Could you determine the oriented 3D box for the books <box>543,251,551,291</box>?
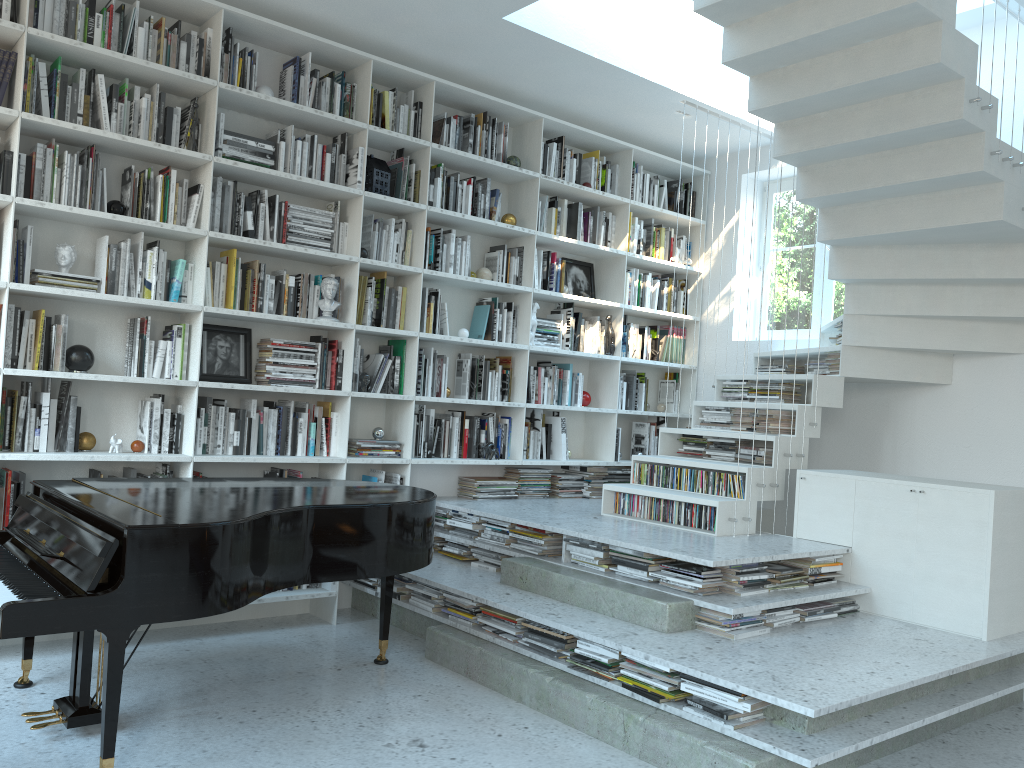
[{"bbox_3d":[0.193,-0.744,5.962,0.012,0.287,0.176,4,-1,-39],"label":"books"}]

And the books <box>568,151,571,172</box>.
[{"bbox_3d":[0.336,-1.451,6.056,0.021,0.254,0.151,4,-1,-39],"label":"books"}]

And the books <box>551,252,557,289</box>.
[{"bbox_3d":[0.230,-0.739,5.989,0.014,0.285,0.175,4,-1,-39],"label":"books"}]

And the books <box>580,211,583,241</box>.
[{"bbox_3d":[0.407,-1.065,6.100,0.030,0.230,0.187,4,-1,-39],"label":"books"}]

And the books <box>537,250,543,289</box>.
[{"bbox_3d":[0.142,-0.746,5.937,0.012,0.285,0.159,4,-1,-39],"label":"books"}]

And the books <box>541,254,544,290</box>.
[{"bbox_3d":[0.156,-0.737,5.963,0.043,0.269,0.131,4,-1,-39],"label":"books"}]

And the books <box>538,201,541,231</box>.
[{"bbox_3d":[0.136,-1.091,5.907,0.013,0.236,0.141,4,-1,-39],"label":"books"}]

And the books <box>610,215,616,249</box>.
[{"bbox_3d":[0.666,-1.060,6.336,0.031,0.265,0.169,4,-1,-39],"label":"books"}]

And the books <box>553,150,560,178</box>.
[{"bbox_3d":[0.255,-1.446,5.987,0.030,0.231,0.148,4,-1,-39],"label":"books"}]

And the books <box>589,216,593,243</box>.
[{"bbox_3d":[0.493,-1.051,6.186,0.031,0.217,0.165,4,-1,-39],"label":"books"}]

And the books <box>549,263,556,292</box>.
[{"bbox_3d":[0.224,-0.701,5.971,0.013,0.207,0.189,4,-1,-39],"label":"books"}]

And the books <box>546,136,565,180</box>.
[{"bbox_3d":[0.282,-1.495,5.994,0.014,0.332,0.180,4,-1,-39],"label":"books"}]

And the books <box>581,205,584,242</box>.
[{"bbox_3d":[0.434,-1.089,6.157,0.048,0.283,0.162,4,-1,-39],"label":"books"}]

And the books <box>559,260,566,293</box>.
[{"bbox_3d":[0.290,-0.714,6.031,0.026,0.243,0.178,4,-1,-39],"label":"books"}]

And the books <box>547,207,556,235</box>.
[{"bbox_3d":[0.219,-1.070,5.957,0.025,0.207,0.175,4,-1,-39],"label":"books"}]

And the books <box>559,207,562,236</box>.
[{"bbox_3d":[0.273,-1.078,6.036,0.024,0.236,0.146,4,-1,-39],"label":"books"}]

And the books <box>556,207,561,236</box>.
[{"bbox_3d":[0.261,-1.074,6.008,0.030,0.224,0.158,4,-1,-39],"label":"books"}]

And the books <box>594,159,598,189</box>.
[{"bbox_3d":[0.522,-1.434,6.202,0.016,0.252,0.189,4,-1,-39],"label":"books"}]

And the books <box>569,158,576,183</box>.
[{"bbox_3d":[0.360,-1.423,6.060,0.024,0.202,0.190,4,-1,-39],"label":"books"}]

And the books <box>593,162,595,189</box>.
[{"bbox_3d":[0.509,-1.420,6.185,0.008,0.220,0.182,4,-1,-39],"label":"books"}]

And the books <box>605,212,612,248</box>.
[{"bbox_3d":[0.643,-1.072,6.320,0.026,0.284,0.147,4,-1,-39],"label":"books"}]

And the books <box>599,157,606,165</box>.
[{"bbox_3d":[0.603,-1.451,6.284,0.020,0.299,0.131,4,-1,-39],"label":"books"}]

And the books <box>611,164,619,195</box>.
[{"bbox_3d":[0.693,-1.426,6.342,0.026,0.263,0.163,4,-1,-39],"label":"books"}]

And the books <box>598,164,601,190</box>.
[{"bbox_3d":[0.554,-1.419,6.218,0.007,0.226,0.170,4,-1,-39],"label":"books"}]

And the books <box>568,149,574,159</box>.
[{"bbox_3d":[0.359,-1.461,6.092,0.012,0.279,0.153,4,-1,-39],"label":"books"}]

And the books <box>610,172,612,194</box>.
[{"bbox_3d":[0.655,-1.402,6.340,0.031,0.211,0.131,4,-1,-39],"label":"books"}]

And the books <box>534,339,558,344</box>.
[{"bbox_3d":[0.162,-0.287,5.959,0.254,0.012,0.161,5,-2,-35],"label":"books"}]

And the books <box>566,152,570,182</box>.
[{"bbox_3d":[0.324,-1.443,6.036,0.022,0.236,0.172,4,-1,-39],"label":"books"}]

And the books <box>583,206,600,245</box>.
[{"bbox_3d":[0.537,-1.087,6.213,0.022,0.294,0.180,4,-1,-39],"label":"books"}]

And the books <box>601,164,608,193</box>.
[{"bbox_3d":[0.600,-1.420,6.256,0.018,0.235,0.186,4,-1,-39],"label":"books"}]

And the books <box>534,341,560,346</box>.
[{"bbox_3d":[0.163,-0.275,5.956,0.285,0.012,0.159,5,-2,-34],"label":"books"}]

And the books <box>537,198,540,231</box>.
[{"bbox_3d":[0.126,-1.100,5.901,0.012,0.254,0.161,4,-1,-39],"label":"books"}]

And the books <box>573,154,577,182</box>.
[{"bbox_3d":[0.384,-1.447,6.108,0.012,0.254,0.161,4,-1,-39],"label":"books"}]

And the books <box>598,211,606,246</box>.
[{"bbox_3d":[0.577,-1.072,6.249,0.036,0.272,0.177,4,-1,-39],"label":"books"}]

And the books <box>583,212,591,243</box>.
[{"bbox_3d":[0.471,-1.065,6.158,0.014,0.240,0.189,4,-1,-39],"label":"books"}]

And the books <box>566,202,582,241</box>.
[{"bbox_3d":[0.375,-1.087,6.037,0.032,0.265,0.245,4,-1,-39],"label":"books"}]

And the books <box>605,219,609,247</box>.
[{"bbox_3d":[0.621,-1.048,6.308,0.022,0.234,0.158,4,-1,-39],"label":"books"}]

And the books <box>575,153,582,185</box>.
[{"bbox_3d":[0.408,-1.447,6.112,0.030,0.257,0.164,4,-1,-39],"label":"books"}]

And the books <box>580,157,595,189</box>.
[{"bbox_3d":[0.502,-1.438,6.175,0.019,0.256,0.169,4,-1,-39],"label":"books"}]

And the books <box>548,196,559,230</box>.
[{"bbox_3d":[0.248,-1.111,5.996,0.011,0.296,0.162,4,-1,-39],"label":"books"}]

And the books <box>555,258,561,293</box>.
[{"bbox_3d":[0.265,-0.720,6.024,0.021,0.253,0.167,4,-1,-39],"label":"books"}]

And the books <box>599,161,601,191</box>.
[{"bbox_3d":[0.564,-1.429,6.235,0.031,0.248,0.164,4,-1,-39],"label":"books"}]

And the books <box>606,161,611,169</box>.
[{"bbox_3d":[0.639,-1.438,6.319,0.025,0.279,0.136,4,-1,-39],"label":"books"}]

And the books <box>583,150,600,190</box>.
[{"bbox_3d":[0.547,-1.467,6.220,0.007,0.320,0.165,4,-1,-39],"label":"books"}]

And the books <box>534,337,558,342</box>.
[{"bbox_3d":[0.160,-0.299,5.962,0.254,0.012,0.161,5,-2,-37],"label":"books"}]

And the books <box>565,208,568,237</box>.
[{"bbox_3d":[0.319,-1.076,6.059,0.025,0.238,0.142,4,-1,-39],"label":"books"}]

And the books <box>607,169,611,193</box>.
[{"bbox_3d":[0.628,-1.404,6.287,0.029,0.210,0.169,4,-1,-39],"label":"books"}]

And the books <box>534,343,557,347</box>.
[{"bbox_3d":[0.160,-0.263,5.958,0.254,0.012,0.161,5,-2,-43],"label":"books"}]

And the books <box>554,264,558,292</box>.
[{"bbox_3d":[0.243,-0.702,6.007,0.033,0.213,0.152,4,-1,-39],"label":"books"}]

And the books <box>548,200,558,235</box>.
[{"bbox_3d":[0.238,-1.095,5.977,0.026,0.261,0.167,4,-1,-39],"label":"books"}]

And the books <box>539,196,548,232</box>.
[{"bbox_3d":[0.162,-1.111,5.928,0.052,0.282,0.166,4,-1,-39],"label":"books"}]

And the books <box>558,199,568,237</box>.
[{"bbox_3d":[0.307,-1.102,6.036,0.026,0.288,0.156,4,-1,-39],"label":"books"}]

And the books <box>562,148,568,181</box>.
[{"bbox_3d":[0.311,-1.457,6.024,0.014,0.262,0.168,4,-1,-39],"label":"books"}]

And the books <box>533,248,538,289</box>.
[{"bbox_3d":[0.113,-0.751,5.906,0.065,0.289,0.145,4,-1,-39],"label":"books"}]

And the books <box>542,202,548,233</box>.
[{"bbox_3d":[0.186,-1.093,5.959,0.026,0.250,0.130,4,-1,-39],"label":"books"}]

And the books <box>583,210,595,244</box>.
[{"bbox_3d":[0.510,-1.073,6.210,0.023,0.264,0.156,4,-1,-39],"label":"books"}]

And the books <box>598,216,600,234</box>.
[{"bbox_3d":[0.552,-1.062,6.241,0.011,0.249,0.152,4,-1,-39],"label":"books"}]

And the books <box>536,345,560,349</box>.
[{"bbox_3d":[0.160,-0.251,5.958,0.285,0.012,0.159,5,-2,-35],"label":"books"}]

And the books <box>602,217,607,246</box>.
[{"bbox_3d":[0.597,-1.054,6.275,0.030,0.241,0.162,4,-1,-39],"label":"books"}]
